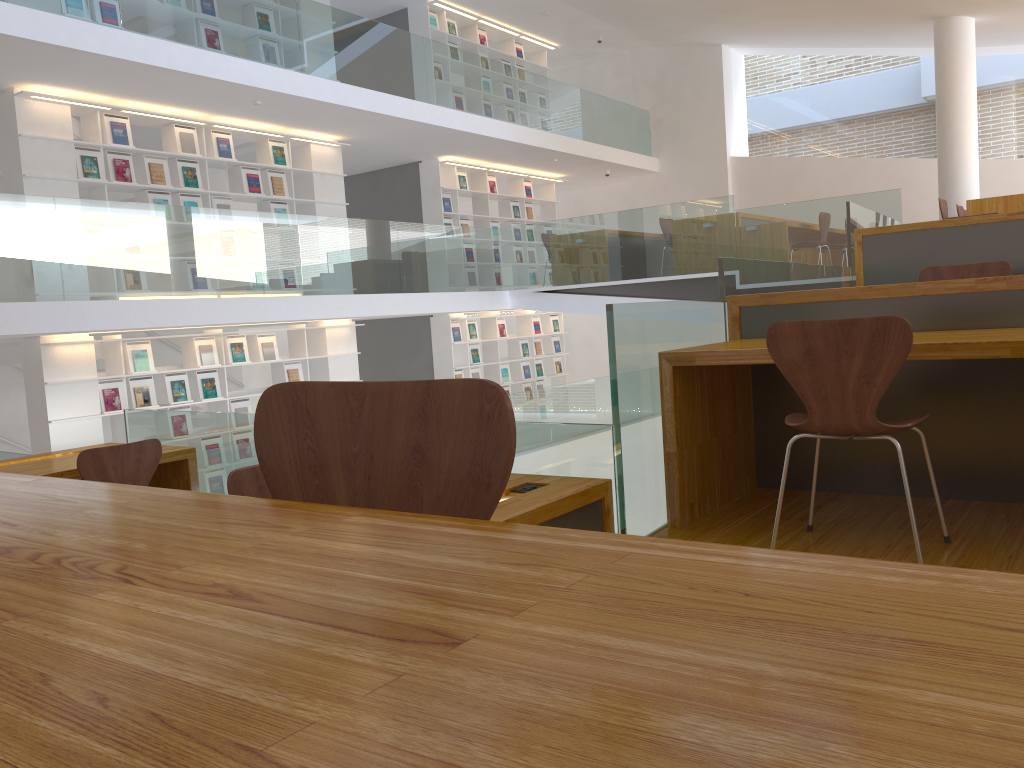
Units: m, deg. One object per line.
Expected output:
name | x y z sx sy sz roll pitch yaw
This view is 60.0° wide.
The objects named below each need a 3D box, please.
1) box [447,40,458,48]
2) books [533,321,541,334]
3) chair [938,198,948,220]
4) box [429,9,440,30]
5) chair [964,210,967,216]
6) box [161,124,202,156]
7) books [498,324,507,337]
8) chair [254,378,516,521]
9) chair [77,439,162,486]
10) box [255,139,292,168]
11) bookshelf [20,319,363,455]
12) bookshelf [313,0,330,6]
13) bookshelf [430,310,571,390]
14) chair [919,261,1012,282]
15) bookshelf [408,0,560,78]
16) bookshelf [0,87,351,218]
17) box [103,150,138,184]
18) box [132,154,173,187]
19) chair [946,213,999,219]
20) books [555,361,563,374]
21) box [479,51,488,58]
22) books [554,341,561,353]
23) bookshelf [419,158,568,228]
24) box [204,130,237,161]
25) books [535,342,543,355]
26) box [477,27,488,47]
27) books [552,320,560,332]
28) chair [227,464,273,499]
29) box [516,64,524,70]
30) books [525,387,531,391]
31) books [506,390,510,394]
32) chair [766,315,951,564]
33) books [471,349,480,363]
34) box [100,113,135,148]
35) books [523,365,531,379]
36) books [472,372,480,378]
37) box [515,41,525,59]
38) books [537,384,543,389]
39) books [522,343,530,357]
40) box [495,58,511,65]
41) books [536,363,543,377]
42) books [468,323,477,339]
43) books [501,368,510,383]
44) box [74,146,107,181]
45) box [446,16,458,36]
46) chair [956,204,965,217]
box | -0.871 -4.507 12.115 0.274 0.296 0.245 -1 5 36
books | 0.388 -0.857 13.623 0.037 0.210 0.145 -1 5 36
chair | 4.317 -1.449 8.495 0.381 0.693 0.428 -1 5 36
box | -1.124 -4.793 11.769 0.274 0.296 0.245 -1 5 36
chair | 5.245 -1.612 9.855 0.381 0.693 0.428 -1 5 36
box | -3.235 -2.368 8.685 0.274 0.296 0.245 -1 5 36
books | -0.139 -0.767 12.888 0.037 0.210 0.145 -1 5 36
chair | -0.231 0.358 0.868 0.428 0.693 0.381 -1 5 36
chair | -1.805 0.603 3.954 0.381 0.693 0.428 -1 5 36
box | -2.580 -2.479 9.598 0.274 0.296 0.245 -1 5 36
bookshelf | -2.968 0.331 9.090 0.397 1.836 3.666 -1 5 36
bookshelf | -3.198 -3.757 8.757 0.498 1.836 3.666 -1 5 36
bookshelf | 0.015 -0.169 13.150 0.498 1.836 2.984 -1 5 36
chair | 2.032 -0.200 4.021 0.428 0.693 0.381 -1 5 36
bookshelf | -0.255 -4.256 12.847 0.498 1.836 2.984 -1 5 36
bookshelf | -3.063 -1.720 8.908 0.498 1.836 3.666 -1 5 36
box | -3.636 -1.970 8.143 0.274 0.296 0.245 -1 5 36
box | -3.418 -2.006 8.425 0.274 0.296 0.245 -1 5 36
chair | 3.307 -0.883 6.416 0.428 0.693 0.381 -1 5 36
books | 0.748 -0.257 14.106 0.037 0.210 0.145 -1 5 36
box | -0.475 -4.573 12.665 0.274 0.296 0.245 -1 5 36
books | 0.725 -0.580 14.079 0.037 0.210 0.145 -1 5 36
bookshelf | -0.121 -2.219 12.998 0.498 1.836 2.984 -1 5 36
box | -2.993 -2.409 9.023 0.274 0.296 0.245 -1 5 36
books | 0.409 -0.543 13.646 0.037 0.210 0.145 -1 5 36
box | -0.497 -4.901 12.636 0.274 0.296 0.245 -1 5 36
books | 0.700 -0.915 14.056 0.037 0.210 0.145 -1 5 36
chair | -0.643 0.604 2.916 0.381 0.693 0.428 -1 5 36
box | 0.058 -4.664 13.407 0.274 0.296 0.245 -1 5 36
books | 0.254 0.149 13.413 0.037 0.210 0.145 -1 5 36
books | -0.075 0.201 12.960 0.037 0.210 0.145 -1 5 36
chair | 1.003 0.148 2.585 0.428 0.693 0.381 -1 5 36
books | -0.506 -0.385 12.367 0.037 0.210 0.145 -1 5 36
box | -3.648 -2.298 8.111 0.274 0.296 0.245 -1 5 36
books | 0.230 -0.174 13.386 0.037 0.210 0.145 -1 5 36
books | -0.493 -0.053 12.379 0.037 0.210 0.145 -1 5 36
box | 0.036 -4.990 13.382 0.274 0.296 0.245 -1 5 36
books | 0.447 0.116 13.681 0.037 0.210 0.145 -1 5 36
books | 0.206 -0.509 13.363 0.037 0.210 0.145 -1 5 36
box | -0.149 -4.628 13.119 0.274 0.296 0.245 -1 5 36
books | 0.425 -0.207 13.657 0.037 0.210 0.145 -1 5 36
books | -0.545 -0.735 12.324 0.037 0.210 0.145 -1 5 36
books | -0.097 -0.126 12.936 0.037 0.210 0.145 -1 5 36
box | -3.803 -1.942 7.890 0.274 0.296 0.245 -1 5 36
box | -0.893 -4.832 12.089 0.274 0.296 0.245 -1 5 36
chair | 4.881 -1.545 9.280 0.381 0.693 0.428 -1 5 36
